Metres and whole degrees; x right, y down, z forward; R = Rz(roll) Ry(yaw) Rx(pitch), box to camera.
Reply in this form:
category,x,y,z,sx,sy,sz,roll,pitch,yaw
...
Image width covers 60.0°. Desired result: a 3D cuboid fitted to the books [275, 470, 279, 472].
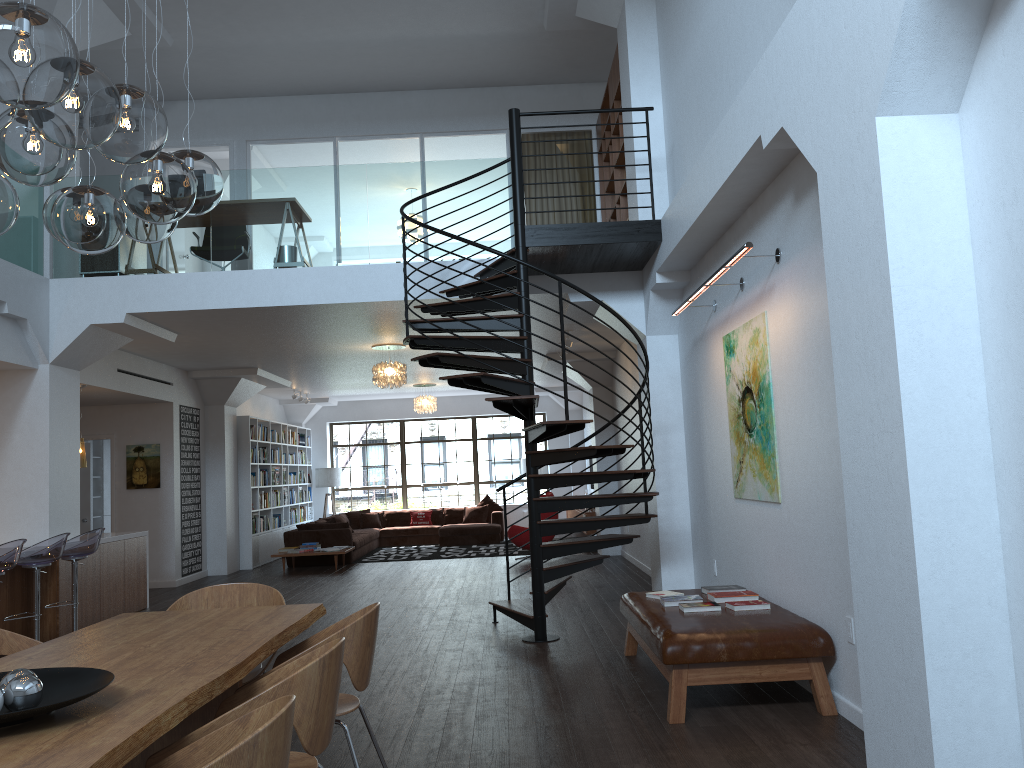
category,x,y,z,sx,sy,sz,roll,pitch,yaw
books,-4.298,1.568,15.927,0.223,0.027,0.161,-2,-6,-11

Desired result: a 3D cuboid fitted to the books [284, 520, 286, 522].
category,x,y,z,sx,sy,sz,roll,pitch,yaw
books,-4.290,2.509,16.225,0.254,0.032,0.174,-3,-6,4

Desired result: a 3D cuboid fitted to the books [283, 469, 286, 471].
category,x,y,z,sx,sy,sz,roll,pitch,yaw
books,-4.274,1.583,16.244,0.223,0.031,0.161,-3,-6,-1

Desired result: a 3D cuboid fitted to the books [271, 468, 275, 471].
category,x,y,z,sx,sy,sz,roll,pitch,yaw
books,-4.261,1.500,15.511,0.174,0.045,0.240,-3,-6,-1

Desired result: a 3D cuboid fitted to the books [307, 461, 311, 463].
category,x,y,z,sx,sy,sz,roll,pitch,yaw
books,-4.318,1.617,18.283,0.284,0.033,0.197,-4,-6,14

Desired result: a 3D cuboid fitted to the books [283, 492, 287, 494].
category,x,y,z,sx,sy,sz,roll,pitch,yaw
books,-4.265,2.018,16.312,0.223,0.032,0.161,-3,-6,-1

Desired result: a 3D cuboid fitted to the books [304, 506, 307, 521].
category,x,y,z,sx,sy,sz,roll,pitch,yaw
books,-4.242,2.621,17.926,0.176,0.290,0.053,-3,-6,-1

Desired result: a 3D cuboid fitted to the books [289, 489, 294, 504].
category,x,y,z,sx,sy,sz,roll,pitch,yaw
books,-4.252,2.137,16.844,0.197,0.290,0.136,-3,-6,-1

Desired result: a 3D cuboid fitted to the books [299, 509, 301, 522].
category,x,y,z,sx,sy,sz,roll,pitch,yaw
books,-4.233,2.584,17.356,0.183,0.253,0.036,-3,-6,-1

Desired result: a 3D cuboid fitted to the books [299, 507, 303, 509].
category,x,y,z,sx,sy,sz,roll,pitch,yaw
books,-4.249,2.592,17.596,0.198,0.284,0.066,-3,-6,-1

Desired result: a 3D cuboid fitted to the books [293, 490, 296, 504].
category,x,y,z,sx,sy,sz,roll,pitch,yaw
books,-4.246,2.176,17.045,0.170,0.251,0.118,-3,-6,-1

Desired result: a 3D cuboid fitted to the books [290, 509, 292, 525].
category,x,y,z,sx,sy,sz,roll,pitch,yaw
books,-4.233,2.500,16.656,0.198,0.284,0.066,-3,-6,-1

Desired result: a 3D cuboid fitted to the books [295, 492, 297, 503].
category,x,y,z,sx,sy,sz,roll,pitch,yaw
books,-4.239,2.197,17.117,0.161,0.222,0.084,-3,-6,-1

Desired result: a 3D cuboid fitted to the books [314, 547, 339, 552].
category,x,y,z,sx,sy,sz,roll,pitch,yaw
books,-2.796,2.499,13.392,0.342,0.040,0.231,-7,-7,39

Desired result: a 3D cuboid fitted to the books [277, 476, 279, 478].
category,x,y,z,sx,sy,sz,roll,pitch,yaw
books,-4.279,1.672,15.891,0.168,0.045,0.231,-2,-6,-6

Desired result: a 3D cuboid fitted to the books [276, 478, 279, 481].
category,x,y,z,sx,sy,sz,roll,pitch,yaw
books,-4.291,1.715,15.872,0.180,0.042,0.259,-3,-6,-1

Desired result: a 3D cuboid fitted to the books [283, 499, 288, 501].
category,x,y,z,sx,sy,sz,roll,pitch,yaw
books,-4.276,2.137,16.316,0.259,0.040,0.180,-3,-6,-1

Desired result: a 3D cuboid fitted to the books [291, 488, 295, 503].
category,x,y,z,sx,sy,sz,roll,pitch,yaw
books,-4.248,2.142,16.906,0.176,0.293,0.125,-3,-6,-1

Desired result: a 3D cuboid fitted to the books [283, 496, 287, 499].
category,x,y,z,sx,sy,sz,roll,pitch,yaw
books,-4.263,2.093,16.306,0.231,0.044,0.168,-2,-6,-6

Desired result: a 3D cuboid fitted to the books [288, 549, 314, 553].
category,x,y,z,sx,sy,sz,roll,pitch,yaw
books,-3.198,2.521,13.396,0.236,0.035,0.340,-5,-6,24

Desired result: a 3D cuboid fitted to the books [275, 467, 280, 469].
category,x,y,z,sx,sy,sz,roll,pitch,yaw
books,-4.273,1.507,15.921,0.129,0.043,0.185,-4,-6,14

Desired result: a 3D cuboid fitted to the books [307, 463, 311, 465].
category,x,y,z,sx,sy,sz,roll,pitch,yaw
books,-4.316,1.651,18.280,0.284,0.035,0.197,-6,-6,29

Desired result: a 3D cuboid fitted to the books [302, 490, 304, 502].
category,x,y,z,sx,sy,sz,roll,pitch,yaw
books,-4.253,2.238,17.694,0.183,0.253,0.042,-3,-6,-1

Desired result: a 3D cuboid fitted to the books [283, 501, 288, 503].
category,x,y,z,sx,sy,sz,roll,pitch,yaw
books,-4.269,2.173,16.288,0.251,0.037,0.160,-3,-6,4

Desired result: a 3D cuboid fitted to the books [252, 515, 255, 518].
category,x,y,z,sx,sy,sz,roll,pitch,yaw
books,-4.215,2.127,14.215,0.174,0.045,0.240,-2,-6,-11

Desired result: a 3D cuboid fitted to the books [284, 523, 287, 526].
category,x,y,z,sx,sy,sz,roll,pitch,yaw
books,-4.282,2.575,16.216,0.284,0.035,0.197,-3,-6,-1

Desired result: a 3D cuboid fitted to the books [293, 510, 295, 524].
category,x,y,z,sx,sy,sz,roll,pitch,yaw
books,-4.221,2.533,16.841,0.183,0.253,0.034,-3,-6,-1

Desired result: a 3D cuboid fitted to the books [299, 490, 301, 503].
category,x,y,z,sx,sy,sz,roll,pitch,yaw
books,-4.245,2.208,17.401,0.174,0.251,0.051,-3,-6,-1

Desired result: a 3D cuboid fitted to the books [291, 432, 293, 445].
category,x,y,z,sx,sy,sz,roll,pitch,yaw
books,-4.300,1.051,17.043,0.171,0.246,0.057,-3,-6,-1

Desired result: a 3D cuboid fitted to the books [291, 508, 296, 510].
category,x,y,z,sx,sy,sz,roll,pitch,yaw
books,-4.230,2.534,17.038,0.176,0.290,0.036,-3,-6,-1

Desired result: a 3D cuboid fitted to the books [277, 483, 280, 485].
category,x,y,z,sx,sy,sz,roll,pitch,yaw
books,-4.260,1.793,15.871,0.171,0.039,0.246,-3,-6,-1

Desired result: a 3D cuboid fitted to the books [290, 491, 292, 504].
category,x,y,z,sx,sy,sz,roll,pitch,yaw
books,-4.237,2.140,16.652,0.174,0.243,0.085,-3,-6,-1

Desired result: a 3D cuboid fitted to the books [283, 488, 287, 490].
category,x,y,z,sx,sy,sz,roll,pitch,yaw
books,-4.257,1.931,16.307,0.185,0.041,0.129,-4,-6,14

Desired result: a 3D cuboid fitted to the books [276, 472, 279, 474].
category,x,y,z,sx,sy,sz,roll,pitch,yaw
books,-4.282,1.594,15.901,0.161,0.033,0.223,-3,-6,-1

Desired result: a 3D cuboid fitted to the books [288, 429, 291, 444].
category,x,y,z,sx,sy,sz,roll,pitch,yaw
books,-4.306,1.017,16.919,0.176,0.290,0.053,-3,-6,-1

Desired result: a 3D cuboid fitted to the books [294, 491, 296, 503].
category,x,y,z,sx,sy,sz,roll,pitch,yaw
books,-4.242,2.174,16.992,0.174,0.242,0.105,-3,-6,-1

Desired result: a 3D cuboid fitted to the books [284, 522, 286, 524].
category,x,y,z,sx,sy,sz,roll,pitch,yaw
books,-4.284,2.541,16.219,0.284,0.033,0.197,-1,-6,-16

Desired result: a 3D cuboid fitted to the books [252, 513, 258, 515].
category,x,y,z,sx,sy,sz,roll,pitch,yaw
books,-4.209,2.088,14.197,0.223,0.027,0.161,-4,-6,9

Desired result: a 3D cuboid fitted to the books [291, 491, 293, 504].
category,x,y,z,sx,sy,sz,roll,pitch,yaw
books,-4.233,2.145,16.739,0.182,0.253,0.098,-3,-6,-1

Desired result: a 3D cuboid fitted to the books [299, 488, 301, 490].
category,x,y,z,sx,sy,sz,roll,pitch,yaw
books,-4.266,2.071,17.422,0.223,0.031,0.161,-3,-6,-1

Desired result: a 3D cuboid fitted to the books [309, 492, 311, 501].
category,x,y,z,sx,sy,sz,roll,pitch,yaw
books,-4.251,2.319,18.294,0.161,0.213,0.146,-3,-6,-1

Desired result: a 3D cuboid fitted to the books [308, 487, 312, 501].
category,x,y,z,sx,sy,sz,roll,pitch,yaw
books,-4.253,2.288,18.399,0.176,0.290,0.053,-3,-6,-1

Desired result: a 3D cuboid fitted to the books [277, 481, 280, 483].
category,x,y,z,sx,sy,sz,roll,pitch,yaw
books,-4.265,1.754,15.873,0.160,0.039,0.251,-3,-6,4

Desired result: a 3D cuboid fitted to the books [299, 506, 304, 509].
category,x,y,z,sx,sy,sz,roll,pitch,yaw
books,-4.220,2.595,17.708,0.140,0.298,0.044,-3,-6,-1

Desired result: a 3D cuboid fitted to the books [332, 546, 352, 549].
category,x,y,z,sx,sy,sz,roll,pitch,yaw
books,-2.644,2.527,13.736,0.256,0.035,0.350,-5,-6,24

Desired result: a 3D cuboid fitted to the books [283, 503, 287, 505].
category,x,y,z,sx,sy,sz,roll,pitch,yaw
books,-4.265,2.210,16.282,0.246,0.038,0.171,-3,-6,-1

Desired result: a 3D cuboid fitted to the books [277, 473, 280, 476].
category,x,y,z,sx,sy,sz,roll,pitch,yaw
books,-4.273,1.629,15.891,0.183,0.042,0.253,-3,-6,-1

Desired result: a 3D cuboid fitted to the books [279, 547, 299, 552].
category,x,y,z,sx,sy,sz,roll,pitch,yaw
books,-3.447,2.561,13.734,0.241,0.045,0.334,-3,-6,1

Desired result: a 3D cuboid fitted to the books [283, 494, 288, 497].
category,x,y,z,sx,sy,sz,roll,pitch,yaw
books,-4.270,2.052,16.302,0.253,0.040,0.183,-3,-6,-1
